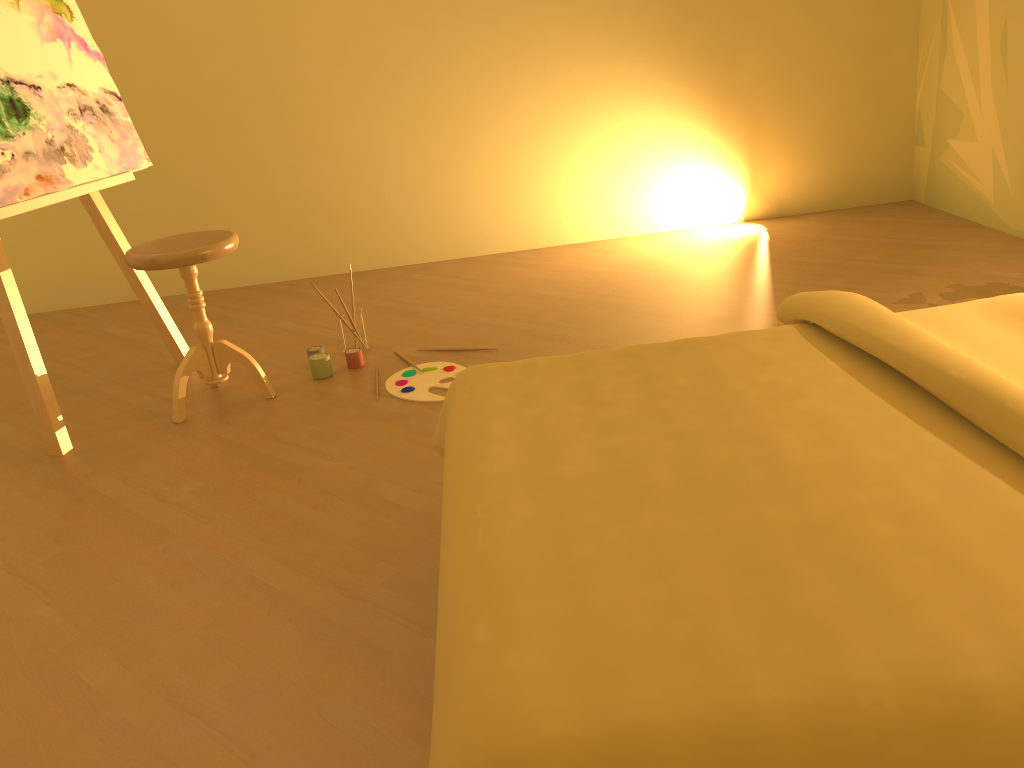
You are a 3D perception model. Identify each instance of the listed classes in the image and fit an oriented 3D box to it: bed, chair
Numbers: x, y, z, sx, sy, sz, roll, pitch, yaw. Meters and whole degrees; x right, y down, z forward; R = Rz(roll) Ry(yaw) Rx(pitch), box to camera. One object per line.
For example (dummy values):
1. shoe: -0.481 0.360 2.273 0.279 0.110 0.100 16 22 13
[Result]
1. bed: 1.010 -0.017 1.339 2.378 0.894 1.286 -8 21 -1
2. chair: -1.010 -0.196 2.910 0.364 0.551 0.348 -3 22 10

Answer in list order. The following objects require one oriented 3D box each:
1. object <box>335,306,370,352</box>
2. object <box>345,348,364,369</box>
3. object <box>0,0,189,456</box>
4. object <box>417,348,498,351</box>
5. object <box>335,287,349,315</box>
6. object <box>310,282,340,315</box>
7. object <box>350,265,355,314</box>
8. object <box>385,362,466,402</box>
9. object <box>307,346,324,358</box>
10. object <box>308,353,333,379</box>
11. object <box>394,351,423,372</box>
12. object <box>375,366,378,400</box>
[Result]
1. object: -0.597 -0.201 3.328 0.106 0.157 0.106 -19 24 -27
2. object: -0.564 -0.092 3.175 0.060 0.060 0.060 -14 22 -18
3. object: -1.749 -0.706 2.757 1.132 1.896 0.972 -14 22 -17
4. object: -0.203 -0.125 3.213 0.325 0.010 0.010 0 23 18
5. object: -0.599 -0.246 3.271 0.010 0.278 0.172 -3 22 11
6. object: -0.642 -0.254 3.296 0.159 0.286 0.010 -9 21 -5
7. object: -0.600 -0.294 3.342 0.010 0.319 0.069 3 24 24
8. object: -0.270 -0.012 2.941 0.288 0.014 0.366 -19 24 -27
9. object: -0.717 -0.102 3.251 0.060 0.060 0.060 -13 22 -15
10. object: -0.672 -0.064 3.118 0.073 0.073 0.073 -6 21 3
11. object: -0.369 -0.081 3.148 0.010 0.015 0.325 -16 23 -21
12. object: -0.456 -0.006 2.991 0.010 0.010 0.325 -9 21 -5
